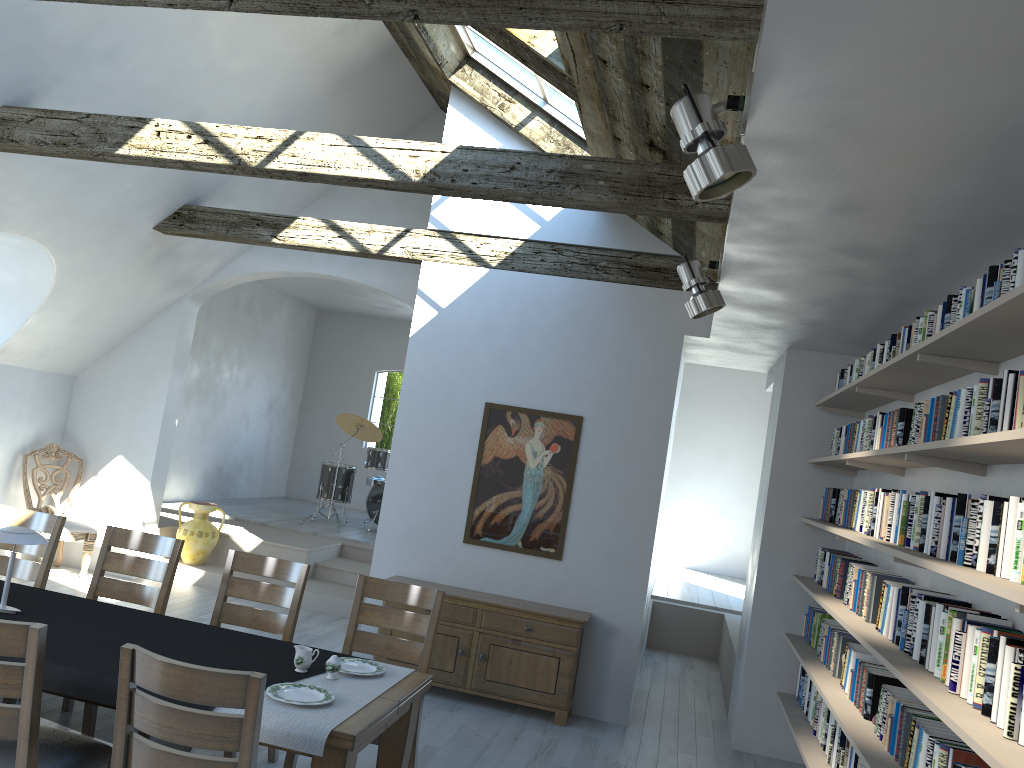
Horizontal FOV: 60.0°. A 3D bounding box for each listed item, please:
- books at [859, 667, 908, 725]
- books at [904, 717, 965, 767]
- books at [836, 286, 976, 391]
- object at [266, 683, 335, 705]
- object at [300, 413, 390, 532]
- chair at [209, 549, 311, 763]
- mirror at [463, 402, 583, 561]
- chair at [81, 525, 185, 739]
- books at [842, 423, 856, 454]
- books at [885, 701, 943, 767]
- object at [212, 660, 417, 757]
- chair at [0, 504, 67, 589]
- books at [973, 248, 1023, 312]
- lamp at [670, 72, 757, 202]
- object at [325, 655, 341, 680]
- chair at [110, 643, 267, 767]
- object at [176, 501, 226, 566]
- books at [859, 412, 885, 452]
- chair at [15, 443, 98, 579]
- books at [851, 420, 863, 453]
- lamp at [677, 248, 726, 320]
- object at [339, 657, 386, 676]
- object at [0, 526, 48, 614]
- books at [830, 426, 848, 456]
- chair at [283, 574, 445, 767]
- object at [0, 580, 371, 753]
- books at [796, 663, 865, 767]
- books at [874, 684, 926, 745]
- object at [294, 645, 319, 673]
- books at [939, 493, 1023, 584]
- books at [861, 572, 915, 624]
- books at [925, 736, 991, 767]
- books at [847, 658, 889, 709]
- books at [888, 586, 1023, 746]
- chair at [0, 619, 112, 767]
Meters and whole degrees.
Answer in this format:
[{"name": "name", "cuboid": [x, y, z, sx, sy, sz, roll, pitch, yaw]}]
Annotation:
[{"name": "books", "cuboid": [1.665, 1.409, 3.898, 0.189, 0.224, 0.345, 8, -4, 12]}, {"name": "books", "cuboid": [1.513, 1.325, 3.120, 0.189, 0.228, 0.249, 8, -4, 12]}, {"name": "books", "cuboid": [2.047, -0.107, 4.648, 0.242, 0.237, 2.981, 8, -4, 12]}, {"name": "object", "cuboid": [-0.780, 1.149, 3.273, 0.250, 0.017, 0.253, 8, -4, 12]}, {"name": "object", "cuboid": [-1.608, 1.169, 11.434, 2.354, 1.383, 1.465, 12, -5, -34]}, {"name": "chair", "cuboid": [-1.418, 1.388, 4.438, 0.514, 1.006, 0.605, 8, -4, 12]}, {"name": "mirror", "cuboid": [0.078, 0.701, 6.470, 0.736, 1.047, 0.009, 8, -4, 12]}, {"name": "chair", "cuboid": [-2.140, 1.284, 4.590, 0.514, 1.006, 0.605, 8, -4, 12]}, {"name": "books", "cuboid": [2.119, 0.362, 5.334, 0.209, 0.220, 0.278, 8, -4, 10]}, {"name": "books", "cuboid": [1.567, 1.354, 3.383, 0.209, 0.220, 0.278, 8, -4, 10]}, {"name": "object", "cuboid": [-1.915, 1.055, 3.753, 2.872, 0.077, 1.050, 8, -4, 12]}, {"name": "chair", "cuboid": [-2.862, 1.181, 4.742, 0.514, 1.006, 0.605, 8, -4, 12]}, {"name": "books", "cuboid": [1.476, -0.413, 1.732, 0.242, 0.237, 2.981, 8, -4, 12]}, {"name": "lamp", "cuboid": [0.601, -0.726, 2.612, 0.265, 0.386, 0.235, 6, -5, 33]}, {"name": "object", "cuboid": [-0.724, 1.143, 3.588, 0.064, 0.092, 0.064, 10, -4, -11]}, {"name": "chair", "cuboid": [-0.977, 1.340, 2.848, 0.514, 1.006, 0.605, 8, -4, 12]}, {"name": "object", "cuboid": [-3.117, 1.486, 8.810, 0.402, 0.605, 0.396, 12, -5, -31]}, {"name": "books", "cuboid": [1.997, 0.290, 4.703, 0.214, 0.237, 0.490, 8, -4, 12]}, {"name": "chair", "cuboid": [-4.168, 1.155, 8.152, 0.655, 1.159, 0.552, 6, -5, 37]}, {"name": "books", "cuboid": [2.066, 0.333, 5.070, 0.189, 0.228, 0.249, 8, -4, 12]}, {"name": "lamp", "cuboid": [0.989, -0.518, 4.597, 0.265, 0.386, 0.235, 6, -5, 33]}, {"name": "object", "cuboid": [-0.662, 1.204, 3.763, 0.250, 0.017, 0.253, 8, -4, 12]}, {"name": "object", "cuboid": [-2.161, 0.795, 3.821, 0.251, 0.362, 0.251, 6, -5, 35]}, {"name": "books", "cuboid": [2.193, 0.403, 5.711, 0.214, 0.220, 0.490, 8, -4, 12]}, {"name": "chair", "cuboid": [-0.696, 1.491, 4.285, 0.514, 1.006, 0.605, 8, -4, 12]}, {"name": "object", "cuboid": [-1.922, 1.127, 3.749, 2.456, 0.227, 1.073, 8, -4, 12]}, {"name": "books", "cuboid": [1.737, 1.837, 4.497, 0.242, 0.237, 2.981, 8, -4, 12]}, {"name": "books", "cuboid": [1.612, 1.378, 3.623, 0.189, 0.228, 0.249, 8, -4, 12]}, {"name": "object", "cuboid": [-0.848, 1.124, 3.625, 0.100, 0.098, 0.071, 10, -4, -19]}, {"name": "books", "cuboid": [1.362, 0.369, 1.721, 0.242, 0.237, 2.981, 8, -4, 12]}, {"name": "books", "cuboid": [1.788, 1.031, 4.227, 0.189, 0.220, 0.156, 8, -4, 12]}, {"name": "books", "cuboid": [1.444, 1.282, 2.752, 0.214, 0.237, 0.490, 8, -4, 12]}, {"name": "books", "cuboid": [1.727, 1.440, 4.202, 0.209, 0.220, 0.278, 8, -4, 10]}, {"name": "books", "cuboid": [1.415, 0.818, 2.279, 0.242, 0.237, 2.981, 8, -4, 12]}, {"name": "chair", "cuboid": [-1.699, 1.237, 3.000, 0.514, 1.006, 0.605, 8, -4, 12]}]
